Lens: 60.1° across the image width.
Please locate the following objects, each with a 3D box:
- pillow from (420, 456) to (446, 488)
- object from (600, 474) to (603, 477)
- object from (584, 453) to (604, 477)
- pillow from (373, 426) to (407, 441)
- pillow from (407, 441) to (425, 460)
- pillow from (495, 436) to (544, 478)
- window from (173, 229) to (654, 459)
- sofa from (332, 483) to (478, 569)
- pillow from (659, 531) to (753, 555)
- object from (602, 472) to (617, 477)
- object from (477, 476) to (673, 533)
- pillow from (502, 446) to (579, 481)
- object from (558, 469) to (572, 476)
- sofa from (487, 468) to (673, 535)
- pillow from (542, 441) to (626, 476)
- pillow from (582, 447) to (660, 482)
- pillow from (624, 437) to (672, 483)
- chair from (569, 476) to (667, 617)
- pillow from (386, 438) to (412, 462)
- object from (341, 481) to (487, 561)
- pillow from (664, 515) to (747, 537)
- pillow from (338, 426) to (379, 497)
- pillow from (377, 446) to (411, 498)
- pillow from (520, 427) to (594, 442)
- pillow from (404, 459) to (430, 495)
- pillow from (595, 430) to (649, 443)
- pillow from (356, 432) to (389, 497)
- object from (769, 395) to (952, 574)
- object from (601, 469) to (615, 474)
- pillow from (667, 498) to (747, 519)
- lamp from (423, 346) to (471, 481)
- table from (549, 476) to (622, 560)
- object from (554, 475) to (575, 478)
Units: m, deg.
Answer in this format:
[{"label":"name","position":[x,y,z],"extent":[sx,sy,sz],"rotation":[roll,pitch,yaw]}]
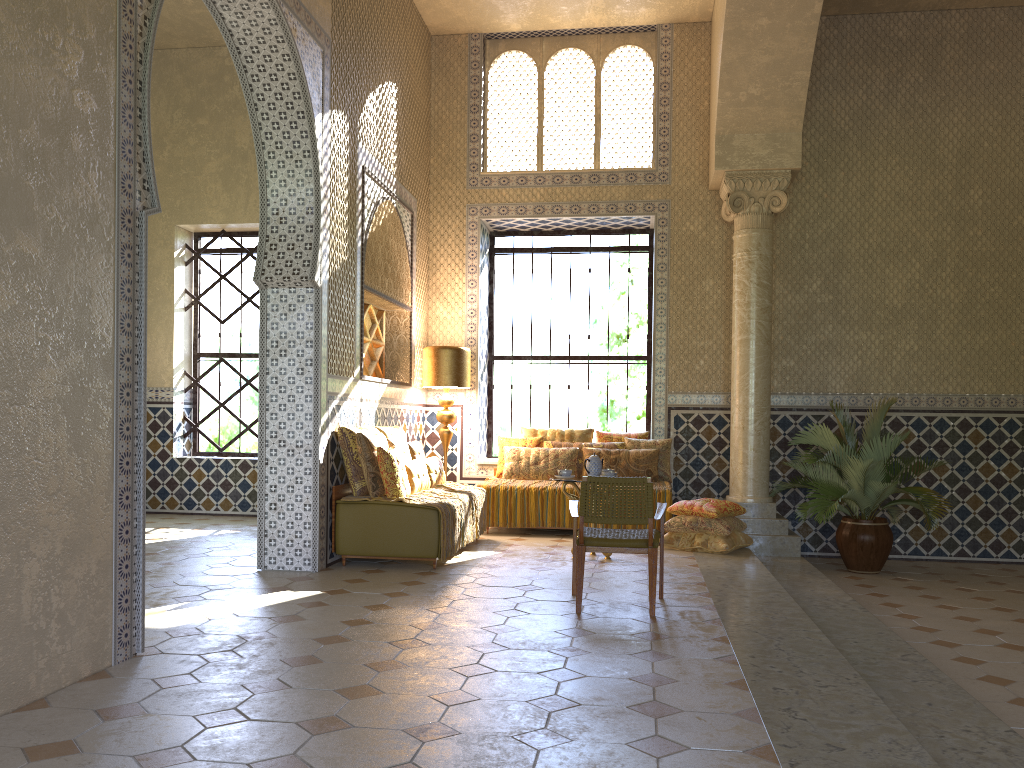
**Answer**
[{"label":"pillow","position":[-1.097,1.225,12.061],"extent":[0.271,0.450,0.983],"rotation":[1,-2,8]},{"label":"object","position":[1.222,1.180,11.345],"extent":[0.256,0.032,0.256],"rotation":[1,-2,-13]},{"label":"object","position":[1.023,1.019,11.055],"extent":[0.273,0.324,0.199],"rotation":[1,0,-2]},{"label":"pillow","position":[-1.599,0.981,11.955],"extent":[0.422,0.832,1.193],"rotation":[1,-1,8]},{"label":"pillow","position":[-1.308,1.095,12.043],"extent":[0.313,0.638,0.682],"rotation":[1,-1,9]},{"label":"pillow","position":[0.114,1.165,13.959],"extent":[0.741,0.694,0.340],"rotation":[1,0,9]},{"label":"window","position":[-1.851,-0.674,15.314],"extent":[8.483,3.993,0.574],"rotation":[1,1,4]},{"label":"sofa","position":[-1.205,1.692,11.323],"extent":[1.273,0.937,2.852],"rotation":[1,-2,8]},{"label":"pillow","position":[2.634,2.115,12.005],"extent":[0.991,0.368,1.043],"rotation":[-1,-2,33]},{"label":"object","position":[1.181,1.115,10.709],"extent":[0.183,0.100,0.184],"rotation":[1,-2,4]},{"label":"object","position":[0.957,1.805,13.513],"extent":[2.885,0.718,1.315],"rotation":[0,-2,8]},{"label":"pillow","position":[0.437,1.243,13.672],"extent":[1.191,0.547,0.329],"rotation":[0,0,8]},{"label":"object","position":[0.660,1.123,11.069],"extent":[0.183,0.100,0.183],"rotation":[1,-2,-11]},{"label":"sofa","position":[1.005,1.817,13.570],"extent":[2.849,0.938,1.274],"rotation":[0,-1,8]},{"label":"pillow","position":[1.109,1.202,13.795],"extent":[1.341,0.616,0.370],"rotation":[0,0,8]},{"label":"pillow","position":[1.649,1.252,13.497],"extent":[1.191,0.547,0.329],"rotation":[0,0,8]},{"label":"pillow","position":[2.101,1.180,13.673],"extent":[0.741,0.694,0.340],"rotation":[1,0,9]},{"label":"chair","position":[0.962,1.433,8.179],"extent":[0.950,1.210,0.907],"rotation":[1,0,8]},{"label":"pillow","position":[-1.422,1.030,11.248],"extent":[0.340,0.693,0.741],"rotation":[1,-1,9]},{"label":"object","position":[-1.146,1.683,11.302],"extent":[1.314,0.718,2.888],"rotation":[1,-2,8]},{"label":"pillow","position":[2.617,1.912,11.995],"extent":[0.931,0.347,0.881],"rotation":[0,-2,29]},{"label":"pillow","position":[-1.770,0.929,10.772],"extent":[0.422,0.832,1.193],"rotation":[1,-1,8]},{"label":"pillow","position":[-1.367,1.052,10.344],"extent":[0.345,0.651,0.685],"rotation":[1,-1,8]},{"label":"pillow","position":[0.701,1.102,14.094],"extent":[1.192,0.833,0.422],"rotation":[1,0,8]},{"label":"pillow","position":[-1.231,1.184,11.134],"extent":[0.271,0.450,0.983],"rotation":[1,-2,8]},{"label":"pillow","position":[1.735,1.141,14.004],"extent":[0.855,0.801,0.393],"rotation":[1,0,9]},{"label":"pillow","position":[-1.604,0.962,10.522],"extent":[0.383,0.780,0.834],"rotation":[1,-1,9]},{"label":"object","position":[5.055,1.394,12.390],"extent":[2.642,2.503,2.164],"rotation":[1,-1,-5]},{"label":"object","position":[1.223,1.142,11.343],"extent":[0.183,0.100,0.183],"rotation":[1,-2,-3]},{"label":"pillow","position":[2.635,1.704,11.982],"extent":[0.804,0.311,0.748],"rotation":[-1,-3,42]},{"label":"lamp","position":[-1.028,0.841,13.751],"extent":[0.737,2.815,0.736],"rotation":[1,1,-23]},{"label":"table","position":[1.005,1.668,11.024],"extent":[1.100,0.981,1.101],"rotation":[0,-1,38]},{"label":"object","position":[0.660,1.161,11.070],"extent":[0.256,0.032,0.256],"rotation":[1,-2,-13]}]
